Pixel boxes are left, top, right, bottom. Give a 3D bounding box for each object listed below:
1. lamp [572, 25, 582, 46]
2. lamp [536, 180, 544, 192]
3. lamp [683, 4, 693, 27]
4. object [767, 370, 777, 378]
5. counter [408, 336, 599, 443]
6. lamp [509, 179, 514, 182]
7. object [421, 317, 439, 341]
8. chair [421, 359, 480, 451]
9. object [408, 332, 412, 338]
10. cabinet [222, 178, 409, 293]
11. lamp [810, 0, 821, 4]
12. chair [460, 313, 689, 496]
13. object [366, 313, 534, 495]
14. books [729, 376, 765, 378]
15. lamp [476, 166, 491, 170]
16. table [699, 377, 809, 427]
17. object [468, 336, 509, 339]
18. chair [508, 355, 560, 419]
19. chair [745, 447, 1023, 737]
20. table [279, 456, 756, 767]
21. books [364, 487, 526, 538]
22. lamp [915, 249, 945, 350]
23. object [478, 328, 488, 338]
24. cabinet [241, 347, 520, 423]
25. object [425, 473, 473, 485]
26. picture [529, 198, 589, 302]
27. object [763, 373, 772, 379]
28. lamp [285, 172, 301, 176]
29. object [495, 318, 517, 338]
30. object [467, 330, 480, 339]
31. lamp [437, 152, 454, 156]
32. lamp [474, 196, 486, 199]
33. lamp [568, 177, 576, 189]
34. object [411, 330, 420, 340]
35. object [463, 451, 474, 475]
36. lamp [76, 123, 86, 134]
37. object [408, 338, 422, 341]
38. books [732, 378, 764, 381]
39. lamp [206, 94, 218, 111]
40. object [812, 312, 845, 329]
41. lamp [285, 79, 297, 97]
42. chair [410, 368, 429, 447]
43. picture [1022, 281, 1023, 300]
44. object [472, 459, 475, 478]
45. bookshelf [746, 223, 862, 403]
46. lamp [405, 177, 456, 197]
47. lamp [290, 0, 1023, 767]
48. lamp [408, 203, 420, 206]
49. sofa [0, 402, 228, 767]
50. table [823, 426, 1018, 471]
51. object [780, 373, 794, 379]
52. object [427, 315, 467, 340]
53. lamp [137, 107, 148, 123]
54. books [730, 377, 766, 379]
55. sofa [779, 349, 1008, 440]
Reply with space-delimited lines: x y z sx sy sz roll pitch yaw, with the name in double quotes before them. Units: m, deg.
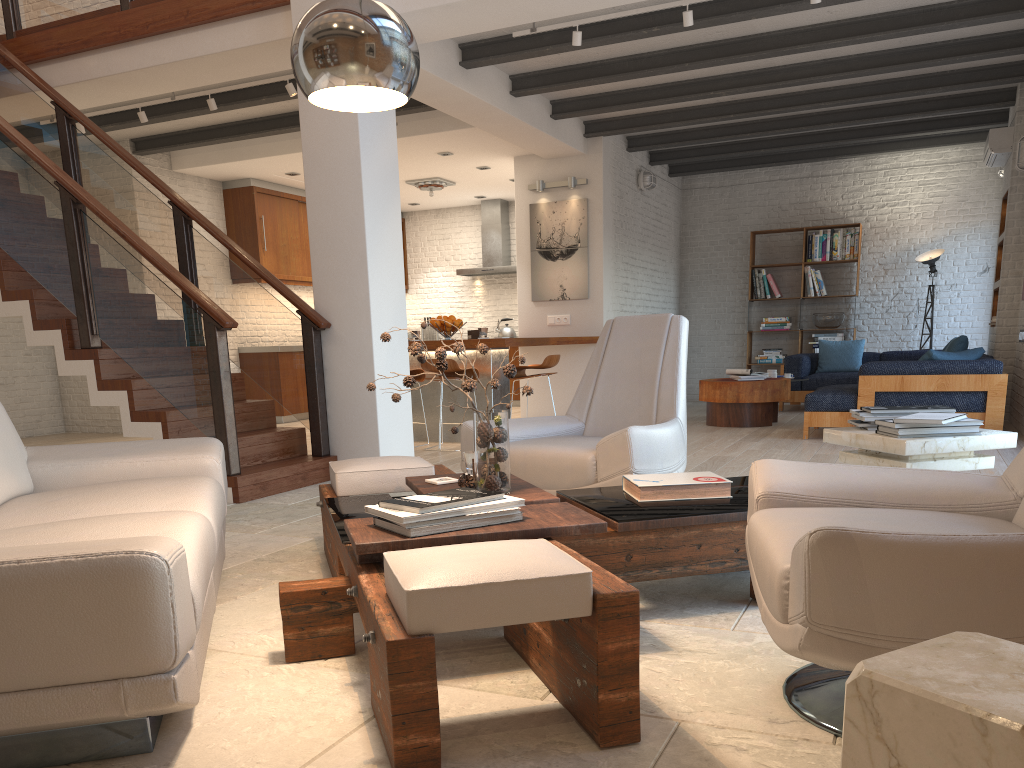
"lamp" 0.420 -2.244 5.635 0.059 0.133 0.083 -3 10 -5
"lamp" 0.297 -2.084 9.182 0.078 0.107 0.078 -9 12 -37
"lamp" 1.079 -2.249 5.342 0.060 0.133 0.084 4 11 26
"object" 2.746 -0.095 9.215 0.107 0.111 0.106 5 10 40
"counter" -0.288 0.030 8.672 1.681 0.945 2.439 1 5 25
"lamp" 0.047 -2.504 10.620 0.123 0.057 0.121 0 5 25
"object" -1.239 -0.814 13.106 0.321 0.387 0.064 2 13 24
"chair" -0.544 0.170 7.522 0.403 0.798 0.410 3 12 24
"object" -1.705 -0.699 13.292 0.344 0.164 0.244 0 6 24
"cabinet" -2.474 -1.872 11.699 0.460 1.194 3.265 4 6 25
"lamp" 1.756 -2.261 5.036 0.060 0.124 0.084 4 11 26
"chair" 0.420 0.185 4.183 1.017 1.046 0.954 5 11 41
"object" -0.208 0.070 2.901 0.542 0.625 0.306 -2 11 -4
"books" 2.358 -0.072 8.741 0.252 0.011 0.310 -2 3 -6
"lamp" -0.322 -2.455 9.833 0.123 0.057 0.121 0 5 25
"table" 2.512 0.157 9.311 1.072 0.459 1.792 1 4 31
"object" -0.237 -0.417 7.753 0.394 0.036 0.194 0 3 28
"chair" 0.231 0.135 7.750 0.421 0.798 0.392 3 12 24
"chair" 1.077 0.271 1.994 0.983 1.028 0.997 0 8 9
"table" 0.214 0.538 2.990 1.964 0.441 2.156 -3 3 -14
"books" -0.183 0.360 2.486 0.397 0.076 0.246 -4 4 -33
"lamp" 5.121 -0.683 10.412 0.506 1.901 0.839 -2 11 -3
"object" -0.256 -0.452 7.717 0.090 0.087 0.089 5 10 39
"cabinet" -1.156 -1.062 11.700 4.772 2.920 2.204 -3 9 -11
"object" -0.189 0.343 3.265 0.271 0.036 0.242 -2 3 -3
"picture" 0.502 -1.417 9.309 0.653 1.046 0.019 3 13 24
"object" 2.600 -0.087 8.956 0.146 0.057 0.170 -1 4 14
"lamp" -2.479 -2.390 9.849 0.123 0.057 0.121 0 5 25
"object" -0.070 -0.786 12.245 0.258 0.283 0.259 -9 11 -43
"object" -0.338 -0.443 7.838 0.093 0.084 0.112 -4 7 -20
"lamp" -0.691 -2.406 9.044 0.123 0.057 0.121 0 5 25
"lamp" -0.430 -2.545 11.787 0.123 0.057 0.121 0 5 25
"lamp" 0.621 -2.087 9.036 0.078 0.107 0.078 -9 12 -37
"object" -0.883 -0.446 7.987 0.091 0.087 0.088 1 8 22
"object" -0.141 0.301 3.323 0.091 0.087 0.089 -4 8 -16
"lamp" -3.708 -2.208 7.491 0.059 0.133 0.083 -3 10 -5
"object" -0.936 -0.411 8.058 0.286 0.036 0.200 0 3 25
"books" 2.367 -0.051 8.745 0.252 0.011 0.310 -2 3 4
"lamp" -2.372 -2.220 6.893 0.060 0.133 0.084 4 11 26
"object" 4.083 -0.812 11.257 0.398 0.207 0.395 -4 5 -24
"lamp" -1.664 -2.225 6.567 0.087 0.133 0.057 -4 11 -15
"chair" -1.034 0.174 7.743 0.403 0.798 0.410 3 12 24
"picture" 4.368 -1.206 7.305 0.019 0.988 0.724 4 11 25
"object" -0.097 0.319 3.190 0.094 0.084 0.111 -2 6 -3
"bookshelf" 3.773 -0.870 11.346 1.313 2.268 0.354 3 13 24
"lamp" -0.985 -2.372 10.622 0.449 0.175 0.440 0 5 25
"lamp" 0.037 -0.363 1.553 0.316 2.418 1.989 -9 11 -29
"lamp" -1.373 -2.537 12.211 0.123 0.057 0.121 0 5 25
"sofa" -1.498 0.440 2.633 1.140 0.776 2.277 -3 4 -15
"table" 1.595 0.436 3.483 0.493 0.519 0.482 -4 8 -15
"object" 2.944 -0.079 9.331 0.155 0.059 0.264 0 3 17
"object" -0.588 -0.511 7.940 0.365 0.228 0.354 -3 6 -10
"lamp" -3.050 -2.214 7.198 0.060 0.133 0.084 4 11 26
"books" 2.371 -0.062 8.757 0.252 0.011 0.310 -2 3 -6
"sofa" 3.678 0.030 8.895 2.074 0.679 3.859 0 3 25
